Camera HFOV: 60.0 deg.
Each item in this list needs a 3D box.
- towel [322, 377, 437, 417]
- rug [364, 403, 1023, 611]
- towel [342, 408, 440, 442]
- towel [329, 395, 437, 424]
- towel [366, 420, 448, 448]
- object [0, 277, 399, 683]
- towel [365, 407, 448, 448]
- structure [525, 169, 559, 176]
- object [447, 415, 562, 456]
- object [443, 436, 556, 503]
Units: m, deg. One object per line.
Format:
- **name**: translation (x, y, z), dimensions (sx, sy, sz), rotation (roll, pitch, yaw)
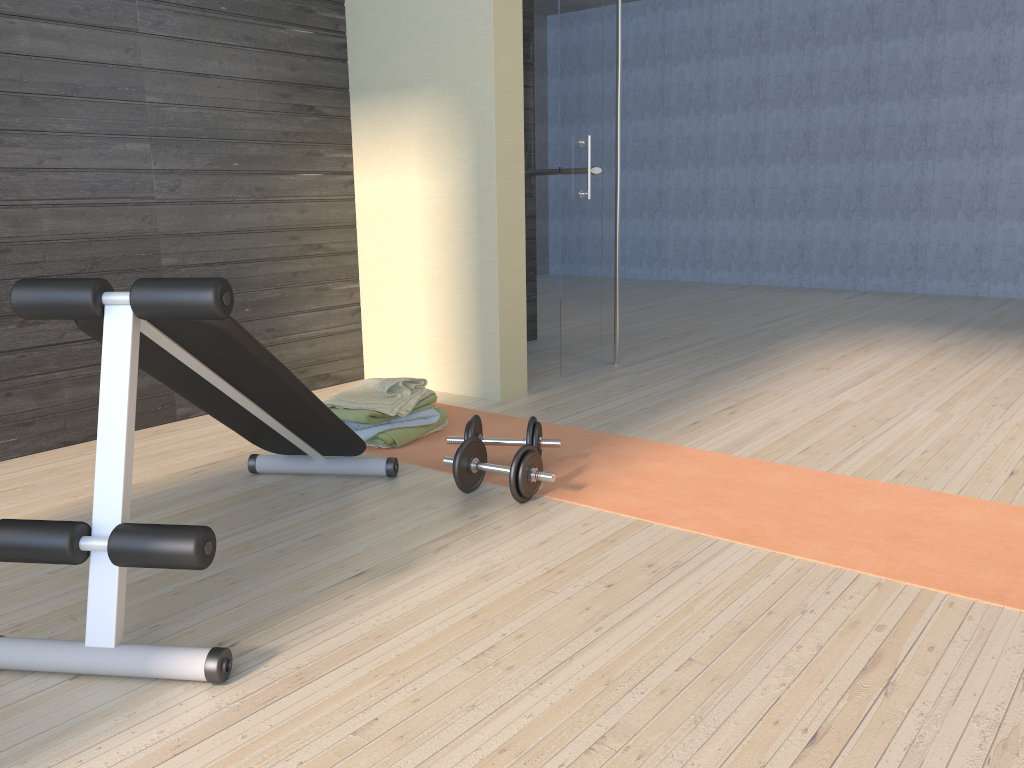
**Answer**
- **towel**: translation (-0.508, 0.034, 3.392), dimensions (0.384, 0.123, 0.373), rotation (4, 13, 22)
- **rug**: translation (0.505, 0.304, 2.821), dimensions (2.779, 0.002, 0.716), rotation (8, 15, 37)
- **towel**: translation (-0.510, 0.125, 3.403), dimensions (0.383, 0.078, 0.383), rotation (-9, 15, -34)
- **towel**: translation (-0.535, 0.088, 3.403), dimensions (0.376, 0.085, 0.371), rotation (10, 16, 42)
- **towel**: translation (-0.495, 0.167, 3.435), dimensions (0.376, 0.044, 0.371), rotation (8, 15, 36)
- **object**: translation (-0.710, 0.066, 2.243), dimensions (0.505, 0.746, 1.312), rotation (1, 12, 8)
- **towel**: translation (-0.485, 0.148, 3.413), dimensions (0.380, 0.081, 0.367), rotation (8, 15, 35)
- **structure**: translation (0.209, -1.138, 4.765), dimensions (0.636, 0.046, 0.062), rotation (8, 15, 37)
- **object**: translation (-0.028, 0.192, 2.943), dimensions (0.385, 0.176, 0.176), rotation (1, 12, 10)
- **object**: translation (-0.043, 0.257, 2.684), dimensions (0.385, 0.176, 0.176), rotation (6, 14, 29)
